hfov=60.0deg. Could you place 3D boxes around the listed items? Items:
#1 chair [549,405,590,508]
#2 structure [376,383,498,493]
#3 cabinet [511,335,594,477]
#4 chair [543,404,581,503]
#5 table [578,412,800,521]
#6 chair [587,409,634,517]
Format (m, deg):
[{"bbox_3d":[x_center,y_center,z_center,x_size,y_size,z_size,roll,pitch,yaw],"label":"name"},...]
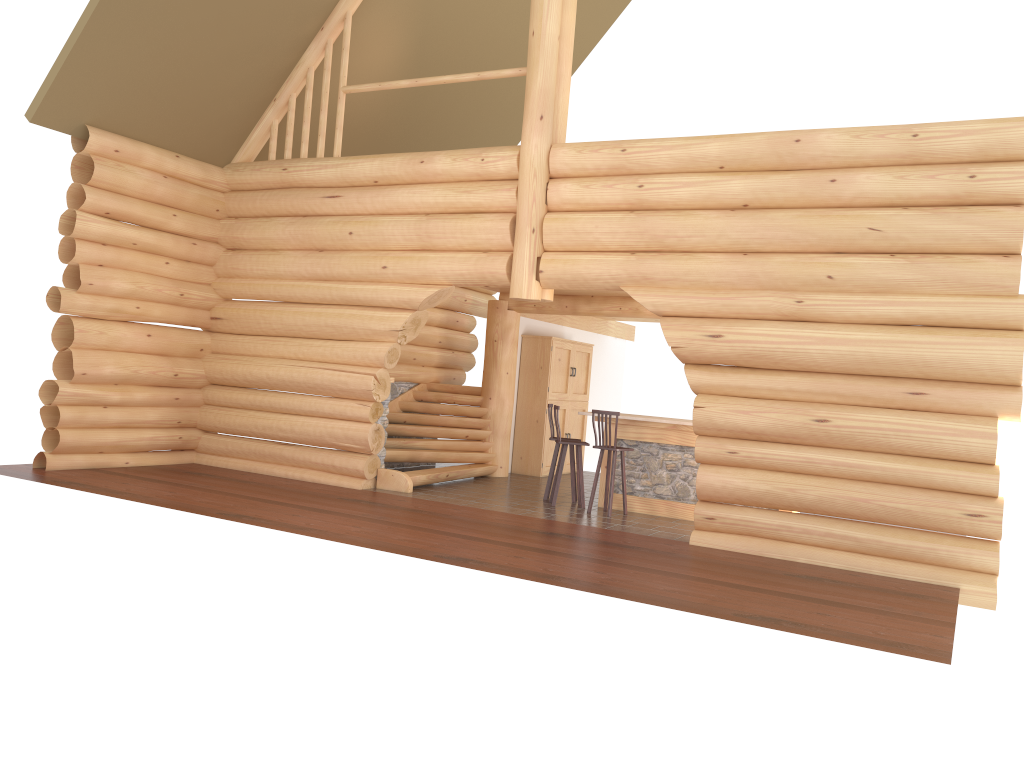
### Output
[{"bbox_3d":[0.760,0.962,11.837,0.504,1.319,0.406,5,0,-4],"label":"chair"},{"bbox_3d":[-1.531,0.609,13.802,1.951,1.643,3.604,5,0,22],"label":"structure"},{"bbox_3d":[0.775,0.402,16.054,0.670,2.403,1.847,5,0,28],"label":"cabinet"},{"bbox_3d":[0.700,0.955,12.355,0.504,1.319,0.406,5,0,8],"label":"chair"},{"bbox_3d":[2.531,1.139,11.765,3.220,1.257,1.196,5,0,28],"label":"table"},{"bbox_3d":[1.262,1.005,11.372,0.406,1.319,0.504,5,0,38],"label":"chair"}]
